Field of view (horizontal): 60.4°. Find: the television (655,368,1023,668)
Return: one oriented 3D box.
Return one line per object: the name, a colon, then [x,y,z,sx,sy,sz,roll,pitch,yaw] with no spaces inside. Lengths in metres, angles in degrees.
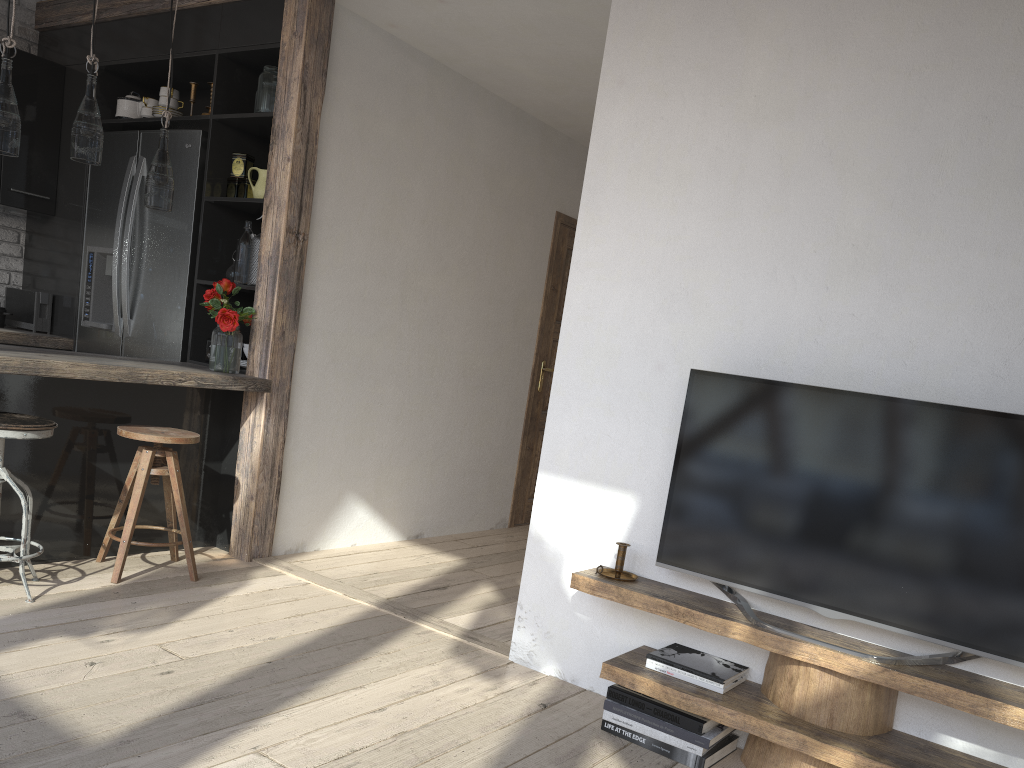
television: [0.954,0.380,2.475,1.089,0.716,0.206,11,8,33]

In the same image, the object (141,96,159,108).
object: [-1.842,-1.417,4.496,0.094,0.068,0.104,7,4,-28]

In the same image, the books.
books: [0.514,0.988,2.751,0.355,0.268,0.290,11,5,34]

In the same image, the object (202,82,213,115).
object: [-1.419,-1.350,4.180,0.096,0.175,0.095,10,7,8]

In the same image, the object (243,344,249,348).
object: [-1.212,-0.140,4.233,0.163,0.086,0.160,6,4,-42]

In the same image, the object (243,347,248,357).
object: [-1.214,-0.122,4.236,0.163,0.086,0.160,6,4,-42]

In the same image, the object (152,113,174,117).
object: [-1.733,-1.329,4.425,0.149,0.023,0.146,8,2,-29]

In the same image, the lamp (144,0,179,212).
lamp: [-1.269,-1.357,3.384,0.222,1.362,0.109,14,10,35]

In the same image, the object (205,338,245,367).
object: [-1.403,-0.177,4.313,0.133,0.167,0.133,11,6,24]

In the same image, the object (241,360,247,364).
object: [-1.219,-0.089,4.241,0.215,0.025,0.212,9,2,-3]

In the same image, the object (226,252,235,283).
object: [-1.328,-0.590,4.315,0.132,0.223,0.130,2,9,-44]

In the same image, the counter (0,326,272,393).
counter: [-3.126,0.127,3.069,2.214,0.864,3.816,10,2,34]

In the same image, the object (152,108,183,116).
object: [-1.729,-1.352,4.421,0.149,0.026,0.146,8,2,-14]

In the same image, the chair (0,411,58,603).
chair: [-1.841,0.429,3.140,0.355,0.646,0.347,6,7,-22]

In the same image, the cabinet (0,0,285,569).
cabinet: [-2.944,-0.692,3.152,2.066,2.542,4.218,12,5,34]

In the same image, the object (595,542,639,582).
object: [0.357,0.581,2.892,0.138,0.114,0.138,10,4,17]

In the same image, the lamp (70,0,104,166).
lamp: [-1.444,-1.429,3.122,0.108,1.257,0.235,0,11,-44]

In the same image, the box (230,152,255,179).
box: [-1.286,-1.035,4.200,0.082,0.115,0.082,10,6,14]

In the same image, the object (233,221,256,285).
object: [-1.265,-0.617,4.173,0.085,0.306,0.085,12,9,26]

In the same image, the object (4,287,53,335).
object: [-2.749,-0.417,4.992,0.347,0.230,0.088,11,8,33]

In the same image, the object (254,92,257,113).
object: [-1.135,-1.305,4.109,0.126,0.175,0.124,7,6,-16]

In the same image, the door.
door: [0.364,-0.040,6.064,0.081,2.102,0.840,14,9,34]

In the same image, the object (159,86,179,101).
object: [-1.709,-1.439,4.402,0.105,0.068,0.094,10,4,20]

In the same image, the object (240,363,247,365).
object: [-1.220,-0.082,4.242,0.214,0.025,0.212,9,2,2]

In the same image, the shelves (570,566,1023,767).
shelves: [0.851,0.954,2.518,1.583,0.457,0.330,10,6,34]

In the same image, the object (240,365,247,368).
object: [-1.221,-0.074,4.243,0.215,0.025,0.212,8,2,-8]

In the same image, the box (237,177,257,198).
box: [-1.254,-0.916,4.194,0.083,0.115,0.081,2,9,-46]

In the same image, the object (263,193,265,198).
object: [-1.093,-0.878,4.027,0.092,0.097,0.074,12,7,34]

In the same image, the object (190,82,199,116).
object: [-1.548,-1.370,4.265,0.059,0.170,0.059,11,8,19]

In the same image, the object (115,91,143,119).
object: [-1.996,-1.452,4.656,0.187,0.177,0.205,7,5,-15]

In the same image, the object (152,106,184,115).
object: [-1.727,-1.364,4.419,0.149,0.026,0.146,8,2,-14]

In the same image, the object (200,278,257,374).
object: [-1.276,-0.260,3.937,0.252,0.421,0.306,6,7,-23]

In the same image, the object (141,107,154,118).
object: [-1.846,-1.371,4.509,0.106,0.068,0.093,8,4,-4]

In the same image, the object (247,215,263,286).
object: [-1.153,-0.622,4.076,0.109,0.355,0.106,5,9,-26]

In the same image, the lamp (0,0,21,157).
lamp: [-1.605,-1.422,2.882,0.222,1.308,0.108,14,10,35]

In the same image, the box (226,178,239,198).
box: [-1.323,-0.928,4.245,0.081,0.115,0.082,13,7,34]

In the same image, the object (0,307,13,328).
object: [-2.910,-0.395,4.856,0.206,0.143,0.247,11,4,33]

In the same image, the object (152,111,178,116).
object: [-1.731,-1.341,4.422,0.149,0.026,0.146,8,2,-14]

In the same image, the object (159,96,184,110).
object: [-1.717,-1.395,4.415,0.106,0.068,0.093,5,5,-45]

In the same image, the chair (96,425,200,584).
chair: [-1.487,0.489,3.645,0.342,0.604,0.335,4,8,-36]

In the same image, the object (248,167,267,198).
object: [-1.147,-0.927,4.134,0.148,0.172,0.135,11,6,20]

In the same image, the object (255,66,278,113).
object: [-1.082,-1.310,3.965,0.123,0.210,0.125,14,8,38]

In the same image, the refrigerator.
refrigerator: [-1.786,-0.283,4.824,0.931,1.951,0.850,13,9,34]
